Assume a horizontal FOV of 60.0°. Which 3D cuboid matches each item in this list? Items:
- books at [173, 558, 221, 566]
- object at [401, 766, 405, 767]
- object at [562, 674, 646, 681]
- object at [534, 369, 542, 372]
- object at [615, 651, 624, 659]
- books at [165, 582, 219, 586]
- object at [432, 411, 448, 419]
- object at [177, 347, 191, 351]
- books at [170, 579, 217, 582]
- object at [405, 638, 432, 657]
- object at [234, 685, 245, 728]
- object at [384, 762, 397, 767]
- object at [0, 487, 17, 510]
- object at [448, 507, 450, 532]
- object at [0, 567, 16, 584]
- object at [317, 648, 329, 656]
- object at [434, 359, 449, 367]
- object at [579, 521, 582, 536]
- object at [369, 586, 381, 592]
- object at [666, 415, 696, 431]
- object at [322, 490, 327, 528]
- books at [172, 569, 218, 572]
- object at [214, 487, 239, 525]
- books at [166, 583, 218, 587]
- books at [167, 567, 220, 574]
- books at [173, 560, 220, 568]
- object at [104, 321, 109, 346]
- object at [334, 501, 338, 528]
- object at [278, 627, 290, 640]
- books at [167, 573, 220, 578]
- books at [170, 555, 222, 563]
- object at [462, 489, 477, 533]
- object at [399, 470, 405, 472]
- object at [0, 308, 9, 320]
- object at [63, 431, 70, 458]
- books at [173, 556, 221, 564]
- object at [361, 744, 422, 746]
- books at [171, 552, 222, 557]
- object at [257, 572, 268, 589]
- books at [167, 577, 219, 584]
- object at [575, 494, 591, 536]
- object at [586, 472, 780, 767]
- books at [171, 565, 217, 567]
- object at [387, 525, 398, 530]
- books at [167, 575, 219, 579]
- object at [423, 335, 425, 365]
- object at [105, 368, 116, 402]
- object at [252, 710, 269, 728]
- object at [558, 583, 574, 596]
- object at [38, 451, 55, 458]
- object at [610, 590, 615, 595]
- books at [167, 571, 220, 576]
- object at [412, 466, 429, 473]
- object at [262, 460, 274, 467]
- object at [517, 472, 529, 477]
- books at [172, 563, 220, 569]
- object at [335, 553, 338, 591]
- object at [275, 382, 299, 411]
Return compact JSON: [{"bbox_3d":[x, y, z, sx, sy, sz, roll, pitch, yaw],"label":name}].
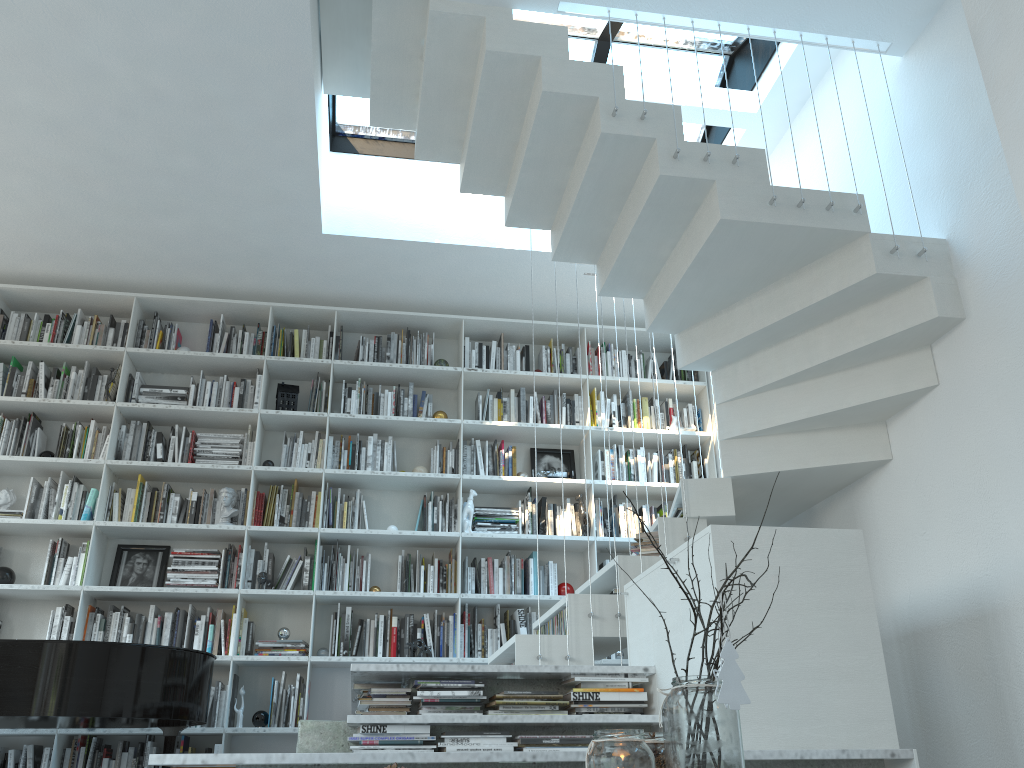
[{"bbox_3d":[-1.867,1.062,5.258,0.254,0.012,0.161,5,-24,-12],"label":"books"},{"bbox_3d":[-0.145,0.635,1.338,0.108,0.108,0.094,19,-30,-38],"label":"object"},{"bbox_3d":[0.341,1.103,3.347,0.284,0.030,0.177,3,-24,-9],"label":"object"},{"bbox_3d":[0.175,-0.063,6.009,0.071,0.072,0.072,-19,-29,35],"label":"object"},{"bbox_3d":[0.640,1.635,5.343,0.071,0.072,0.072,-19,-29,35],"label":"object"},{"bbox_3d":[-1.865,1.181,5.201,0.285,0.012,0.160,1,-24,-4],"label":"books"},{"bbox_3d":[-0.468,0.224,5.776,0.101,0.101,0.101,13,-27,-29],"label":"object"},{"bbox_3d":[-2.115,-0.188,5.710,0.105,0.105,0.105,13,-27,-29],"label":"object"},{"bbox_3d":[-1.865,1.170,5.206,0.254,0.012,0.161,5,-25,-13],"label":"books"},{"bbox_3d":[-0.534,1.524,5.109,0.160,0.113,0.065,9,-25,-20],"label":"object"},{"bbox_3d":[-1.493,1.769,4.865,0.053,0.223,0.046,-2,-23,2],"label":"object"},{"bbox_3d":[-0.180,0.656,1.405,0.090,0.105,0.098,-5,-24,11],"label":"object"},{"bbox_3d":[-2.982,0.685,5.223,0.095,0.156,0.122,-2,-24,4],"label":"object"},{"bbox_3d":[-0.410,0.895,5.616,0.014,0.207,0.130,3,-24,-9],"label":"object"},{"bbox_3d":[-2.893,1.105,5.033,0.134,0.134,0.134,-19,-29,35],"label":"object"},{"bbox_3d":[-1.098,1.569,5.152,0.071,0.072,0.072,-19,-29,35],"label":"object"},{"bbox_3d":[-0.472,-0.115,5.916,0.104,0.105,0.104,-19,-29,35],"label":"object"},{"bbox_3d":[0.432,0.930,5.721,0.022,0.210,0.179,3,-24,-9],"label":"object"},{"bbox_3d":[-0.826,1.253,5.343,0.071,0.072,0.072,-19,-29,35],"label":"object"},{"bbox_3d":[1.139,0.281,5.991,0.203,0.136,0.095,-3,-24,6],"label":"object"},{"bbox_3d":[-1.165,0.815,5.510,0.013,0.282,0.135,3,-24,-9],"label":"object"},{"bbox_3d":[-1.865,1.116,5.230,0.254,0.012,0.161,5,-25,-13],"label":"books"},{"bbox_3d":[-1.693,0.741,5.277,0.137,0.242,0.138,20,-31,-40],"label":"object"},{"bbox_3d":[-1.866,1.196,5.205,0.285,0.012,0.160,4,-24,-10],"label":"books"},{"bbox_3d":[-1.865,1.105,5.234,0.285,0.012,0.160,1,-24,-4],"label":"books"},{"bbox_3d":[-1.866,1.073,5.251,0.254,0.012,0.161,5,-24,-12],"label":"books"},{"bbox_3d":[-2.594,-0.262,5.706,0.010,0.245,0.158,3,-24,-9],"label":"object"},{"bbox_3d":[-1.090,0.847,5.491,0.013,0.207,0.140,3,-24,-9],"label":"object"},{"bbox_3d":[-1.308,1.433,5.086,0.071,0.072,0.072,-19,-29,35],"label":"object"},{"bbox_3d":[-1.866,1.141,5.226,0.285,0.012,0.160,2,-24,-7],"label":"books"},{"bbox_3d":[-1.867,1.041,5.269,0.285,0.012,0.160,2,-24,-7],"label":"books"},{"bbox_3d":[-0.266,0.792,5.480,0.087,0.287,0.075,-11,-26,23],"label":"object"},{"bbox_3d":[-0.699,0.585,5.642,0.068,0.068,0.068,13,-27,-29],"label":"object"},{"bbox_3d":[-3.241,-0.316,5.615,0.012,0.284,0.160,3,-24,-9],"label":"object"},{"bbox_3d":[-2.698,0.415,5.403,0.010,0.224,0.143,3,-24,-9],"label":"object"},{"bbox_3d":[-1.866,1.050,5.260,0.254,0.012,0.161,5,-24,-12],"label":"books"},{"bbox_3d":[-0.411,1.239,3.035,0.204,0.004,0.140,2,-24,-6],"label":"object"},{"bbox_3d":[-1.866,1.027,5.267,0.285,0.012,0.160,5,-25,-13],"label":"books"},{"bbox_3d":[-1.443,1.140,5.122,0.054,0.113,0.080,4,-24,-10],"label":"object"},{"bbox_3d":[-1.867,1.165,5.221,0.285,0.012,0.160,3,-24,-9],"label":"books"},{"bbox_3d":[0.453,0.841,5.609,0.087,0.287,0.075,-11,-26,23],"label":"object"},{"bbox_3d":[0.241,0.350,1.261,0.309,0.519,0.437,-9,-25,19],"label":"object"},{"bbox_3d":[-1.866,1.096,5.243,0.254,0.012,0.161,2,-24,-6],"label":"books"},{"bbox_3d":[-0.739,0.907,5.470,0.071,0.072,0.072,-19,-29,35],"label":"object"},{"bbox_3d":[-1.867,1.153,5.224,0.285,0.012,0.160,3,-24,-8],"label":"books"},{"bbox_3d":[-0.601,-0.171,6.025,0.006,0.296,0.130,3,-24,-9],"label":"object"},{"bbox_3d":[-2.465,0.018,5.448,0.075,0.253,0.075,13,-27,-28],"label":"object"},{"bbox_3d":[-1.382,1.845,4.878,0.094,0.094,0.094,-19,-29,35],"label":"object"},{"bbox_3d":[0.329,1.295,5.519,0.115,0.116,0.115,13,-27,-29],"label":"object"},{"bbox_3d":[-2.788,0.448,5.316,0.097,0.098,0.097,-19,-29,35],"label":"object"},{"bbox_3d":[0.589,1.087,4.580,0.161,0.025,0.175,2,-24,-5],"label":"object"},{"bbox_3d":[-1.865,1.127,5.224,0.285,0.012,0.160,1,-24,-4],"label":"books"},{"bbox_3d":[-0.589,0.581,5.690,0.112,0.112,0.112,13,-27,-29],"label":"object"},{"bbox_3d":[-1.499,0.503,5.454,0.071,0.072,0.072,-19,-29,35],"label":"object"},{"bbox_3d":[0.064,0.616,5.762,0.091,0.092,0.092,-19,-29,35],"label":"object"},{"bbox_3d":[-1.866,1.085,5.248,0.254,0.012,0.161,5,-24,-12],"label":"books"},{"bbox_3d":[-1.062,1.165,5.377,0.007,0.265,0.135,3,-24,-9],"label":"object"},{"bbox_3d":[-1.439,0.107,5.668,0.135,0.247,0.136,7,-25,-18],"label":"object"}]
